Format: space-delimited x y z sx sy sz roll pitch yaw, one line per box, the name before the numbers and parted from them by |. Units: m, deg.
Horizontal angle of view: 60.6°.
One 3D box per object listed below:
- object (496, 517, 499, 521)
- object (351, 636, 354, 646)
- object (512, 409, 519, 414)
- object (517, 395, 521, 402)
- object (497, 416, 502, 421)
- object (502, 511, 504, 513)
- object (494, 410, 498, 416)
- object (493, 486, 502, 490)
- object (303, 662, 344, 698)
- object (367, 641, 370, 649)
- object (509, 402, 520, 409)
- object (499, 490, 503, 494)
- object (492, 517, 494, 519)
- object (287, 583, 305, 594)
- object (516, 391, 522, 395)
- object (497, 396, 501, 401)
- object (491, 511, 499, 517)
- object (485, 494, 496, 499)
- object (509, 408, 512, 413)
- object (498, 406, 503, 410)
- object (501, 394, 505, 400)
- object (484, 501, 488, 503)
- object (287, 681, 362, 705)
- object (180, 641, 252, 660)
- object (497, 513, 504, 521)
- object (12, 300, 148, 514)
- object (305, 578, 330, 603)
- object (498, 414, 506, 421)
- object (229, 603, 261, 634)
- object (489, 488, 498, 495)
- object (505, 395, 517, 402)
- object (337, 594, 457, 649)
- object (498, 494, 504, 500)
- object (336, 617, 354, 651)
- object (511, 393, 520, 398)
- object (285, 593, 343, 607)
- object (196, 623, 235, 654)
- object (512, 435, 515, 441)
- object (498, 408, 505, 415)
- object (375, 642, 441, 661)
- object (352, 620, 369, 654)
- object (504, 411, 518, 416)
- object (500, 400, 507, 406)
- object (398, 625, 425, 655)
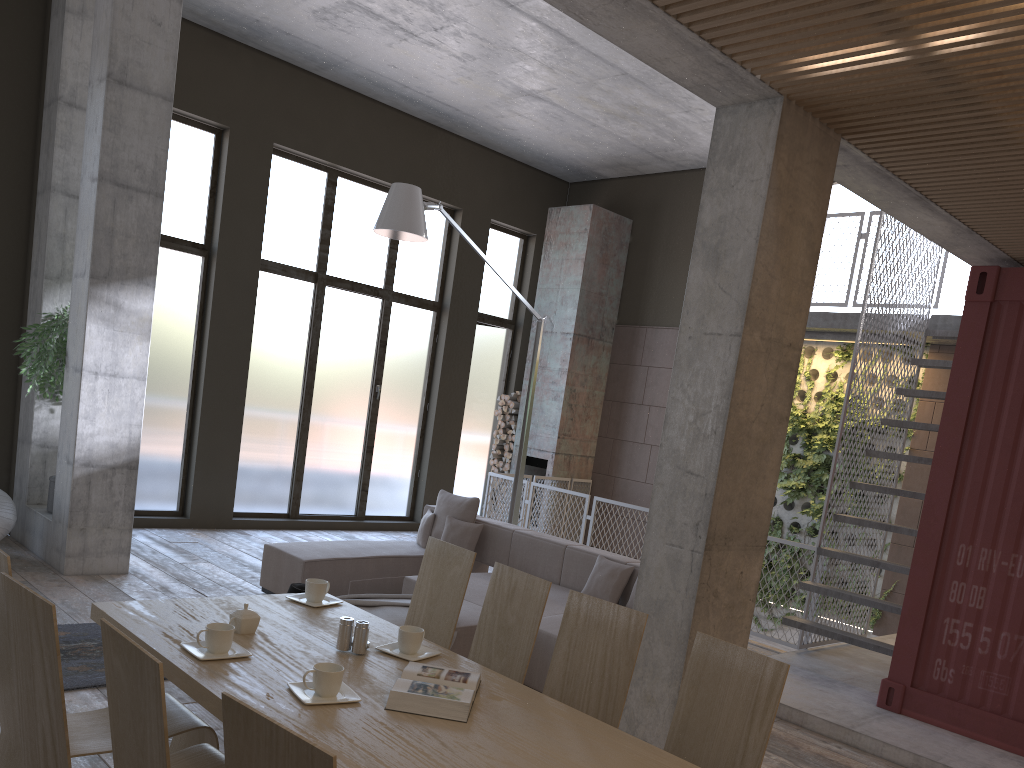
object | -0.068 1.929 12.523 0.366 0.068 0.120 10 -1 -43
object | -0.562 0.926 3.166 0.051 0.046 0.050 7 2 -26
object | 0.175 0.402 12.293 0.425 0.068 0.065 10 1 -45
object | 0.209 0.229 12.360 0.296 0.109 0.098 9 2 -43
object | -0.046 0.501 12.504 0.425 0.068 0.066 10 1 -45
object | -0.055 1.804 12.380 0.252 0.048 0.062 10 0 -45
object | -0.070 0.433 12.525 0.440 0.093 0.090 10 1 -45
object | -0.073 1.489 12.534 0.438 0.080 0.113 10 0 -45
object | -0.563 0.898 2.643 0.092 0.089 0.117 9 2 20
object | -0.540 0.943 3.174 0.050 0.019 0.051 8 -1 29
object | 0.153 0.319 12.308 0.440 0.094 0.092 10 1 -45
object | -0.050 1.545 12.485 0.335 0.057 0.087 10 0 -43
object | -0.137 1.935 12.600 0.063 0.075 0.362 12 1 45
object | -1.236 1.259 5.161 0.298 0.171 0.300 9 1 33
object | 0.197 0.147 12.331 0.334 0.056 0.086 10 0 -45
object | -0.035 0.225 12.498 0.426 0.070 0.066 10 1 -45
object | -0.107 1.867 12.561 0.089 0.090 0.458 11 1 44
object | -0.187 1.631 12.651 0.458 0.090 0.089 10 1 -42
object | 0.120 0.396 12.350 0.425 0.067 0.066 10 1 -45
object | -0.031 0.370 12.511 0.065 0.087 0.428 12 2 44
object | 0.031 0.219 12.472 0.089 0.091 0.458 11 1 44
object | -0.232 1.714 12.698 0.366 0.068 0.120 10 -1 -45
object | -0.570 0.937 2.656 0.187 0.014 0.182 9 -2 -31
object | -0.980 0.884 2.904 0.187 0.014 0.182 10 -2 -41
object | -0.071 1.878 12.395 0.294 0.104 0.099 9 1 -45
object | -3.772 0.189 7.473 0.995 1.888 0.960 9 5 12
object | -0.840 0.886 3.764 0.093 0.089 0.116 8 2 0
object | 0.006 0.496 12.448 0.483 0.084 0.092 10 1 -45
object | -0.966 0.847 3.169 0.088 0.113 0.123 11 3 37
object | -0.146 1.554 12.573 0.483 0.084 0.092 10 1 -45
object | 0.032 0.222 12.349 0.294 0.104 0.102 9 1 -45
object | -1.143 1.548 5.301 1.608 0.509 1.029 9 0 -26
object | -0.080 1.617 12.469 0.296 0.108 0.097 9 2 -45
object | -0.592 0.887 3.114 0.052 0.113 0.052 8 5 1
object | 0.131 0.177 12.361 0.064 0.074 0.361 11 1 44
object | -0.846 0.928 3.756 0.183 0.014 0.186 7 -2 32
object | -0.972 0.845 2.891 0.093 0.089 0.116 9 2 10
object | 0.184 0.780 12.338 0.440 0.093 0.090 10 1 -45
object | -0.010 0.415 12.458 0.458 0.090 0.089 10 1 -45
object | -0.379 0.981 3.214 0.183 0.014 0.186 7 -2 32
object | -0.535 0.896 3.105 0.052 0.111 0.052 8 5 1
object | 0.079 0.432 12.409 0.438 0.080 0.113 10 0 -45
object | 0.022 0.291 12.422 0.438 0.081 0.111 10 0 -45
object | -0.374 0.940 3.222 0.093 0.089 0.116 8 2 0
